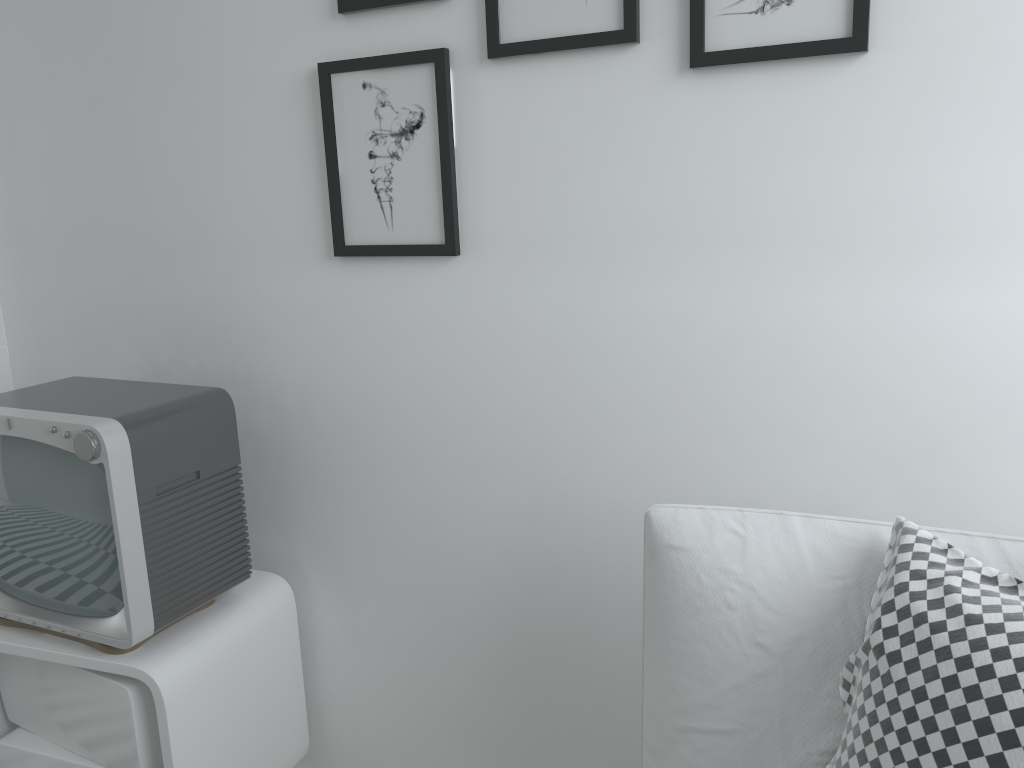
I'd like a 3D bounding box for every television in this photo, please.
[{"bbox_3d":[-0.701,0.205,1.482,0.414,0.374,0.273,4,14,26],"label":"television"}]

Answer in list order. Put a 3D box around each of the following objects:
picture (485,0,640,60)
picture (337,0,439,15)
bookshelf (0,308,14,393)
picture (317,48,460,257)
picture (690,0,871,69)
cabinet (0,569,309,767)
[{"bbox_3d":[0.063,-0.601,1.214,0.225,0.274,0.018,4,14,26],"label":"picture"},{"bbox_3d":[-0.183,-0.670,1.320,0.196,0.202,0.018,4,14,26],"label":"picture"},{"bbox_3d":[-1.918,-0.415,1.996,1.595,2.416,0.440,4,14,26],"label":"bookshelf"},{"bbox_3d":[-0.195,-0.356,1.399,0.232,0.306,0.019,4,14,26],"label":"picture"},{"bbox_3d":[0.331,-0.505,1.105,0.218,0.194,0.017,4,14,26],"label":"picture"},{"bbox_3d":[-0.673,0.613,1.605,0.467,0.477,0.350,2,13,20],"label":"cabinet"}]
